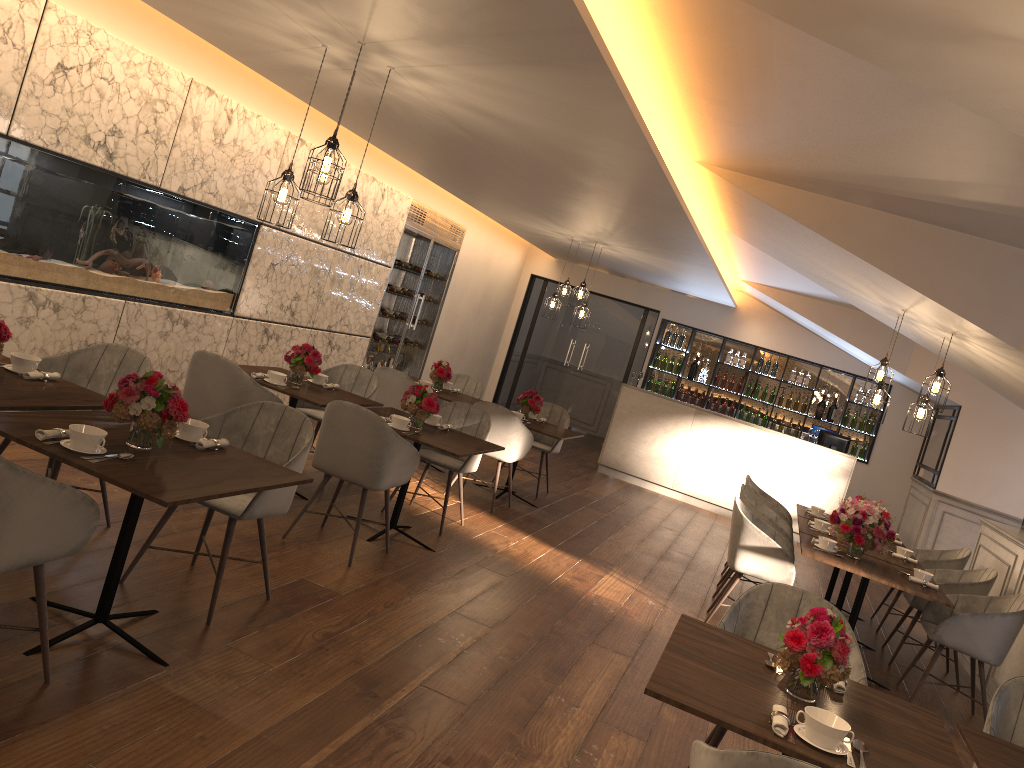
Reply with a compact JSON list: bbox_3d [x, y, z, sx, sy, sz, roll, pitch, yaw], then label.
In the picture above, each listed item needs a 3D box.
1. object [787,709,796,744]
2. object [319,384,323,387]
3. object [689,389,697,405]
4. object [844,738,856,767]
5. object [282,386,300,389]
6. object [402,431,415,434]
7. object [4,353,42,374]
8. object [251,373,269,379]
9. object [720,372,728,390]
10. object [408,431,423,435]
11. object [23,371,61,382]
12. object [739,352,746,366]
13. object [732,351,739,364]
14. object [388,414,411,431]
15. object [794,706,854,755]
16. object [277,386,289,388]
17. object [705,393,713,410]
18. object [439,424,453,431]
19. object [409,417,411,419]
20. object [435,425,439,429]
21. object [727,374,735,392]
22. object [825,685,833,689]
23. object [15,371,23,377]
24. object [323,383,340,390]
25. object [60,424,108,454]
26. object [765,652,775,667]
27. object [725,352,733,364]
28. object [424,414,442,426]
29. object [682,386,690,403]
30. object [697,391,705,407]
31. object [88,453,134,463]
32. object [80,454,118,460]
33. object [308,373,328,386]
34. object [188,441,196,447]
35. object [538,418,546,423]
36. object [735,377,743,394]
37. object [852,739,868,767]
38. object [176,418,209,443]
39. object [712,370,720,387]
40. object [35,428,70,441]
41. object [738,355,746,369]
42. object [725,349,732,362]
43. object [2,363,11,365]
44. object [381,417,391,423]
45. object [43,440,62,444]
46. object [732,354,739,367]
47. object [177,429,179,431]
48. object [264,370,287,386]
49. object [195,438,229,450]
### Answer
[{"bbox_3d":[0.769,0.940,2.436,0.025,0.024,0.192,18,4,17],"label":"object"},{"bbox_3d":[-1.322,0.012,6.307,0.025,0.024,0.192,18,4,17],"label":"object"},{"bbox_3d":[2.681,0.190,13.049,0.065,0.261,0.066,17,1,-4],"label":"object"},{"bbox_3d":[0.914,0.998,2.404,0.022,0.004,0.210,18,4,17],"label":"object"},{"bbox_3d":[-1.431,0.026,5.733,0.043,0.015,0.197,18,4,13],"label":"object"},{"bbox_3d":[-0.627,0.298,5.471,0.022,0.004,0.210,18,4,17],"label":"object"},{"bbox_3d":[-2.143,-0.086,3.887,0.148,0.072,0.149,17,3,-5],"label":"object"},{"bbox_3d":[-1.640,-0.054,5.783,0.056,0.039,0.175,18,4,17],"label":"object"},{"bbox_3d":[3.103,-0.051,12.938,0.065,0.261,0.066,17,1,-4],"label":"object"},{"bbox_3d":[-0.595,0.303,5.454,0.043,0.015,0.197,18,4,13],"label":"object"},{"bbox_3d":[-2.044,-0.035,3.853,0.056,0.039,0.175,18,4,17],"label":"object"},{"bbox_3d":[3.355,-0.356,12.852,0.070,0.208,0.040,17,1,17],"label":"object"},{"bbox_3d":[3.264,-0.386,12.883,0.070,0.208,0.040,17,1,17],"label":"object"},{"bbox_3d":[-0.695,0.241,5.470,0.147,0.072,0.149,15,4,-30],"label":"object"},{"bbox_3d":[0.846,0.941,2.402,0.147,0.072,0.149,16,4,-15],"label":"object"},{"bbox_3d":[-1.463,0.021,5.750,0.022,0.004,0.210,18,4,17],"label":"object"},{"bbox_3d":[2.896,0.262,12.977,0.065,0.261,0.066,17,1,-4],"label":"object"},{"bbox_3d":[-0.450,0.293,6.026,0.056,0.039,0.175,18,4,17],"label":"object"},{"bbox_3d":[-0.666,0.235,6.077,0.043,0.015,0.197,18,4,13],"label":"object"},{"bbox_3d":[-0.486,0.289,6.028,0.025,0.024,0.192,18,4,17],"label":"object"},{"bbox_3d":[3.204,-0.018,12.905,0.065,0.261,0.066,17,1,-4],"label":"object"},{"bbox_3d":[1.055,0.989,2.960,0.025,0.024,0.192,18,4,17],"label":"object"},{"bbox_3d":[-2.080,-0.039,3.855,0.025,0.024,0.192,18,4,17],"label":"object"},{"bbox_3d":[-1.286,0.016,6.305,0.056,0.039,0.175,18,4,17],"label":"object"},{"bbox_3d":[-1.453,0.190,3.018,0.148,0.072,0.149,17,3,-5],"label":"object"},{"bbox_3d":[0.883,0.937,3.007,0.043,0.015,0.196,18,4,21],"label":"object"},{"bbox_3d":[3.162,-0.382,12.914,0.070,0.190,0.041,17,1,17],"label":"object"},{"bbox_3d":[-0.549,0.242,6.060,0.147,0.072,0.149,15,4,-30],"label":"object"},{"bbox_3d":[2.581,0.157,13.083,0.065,0.261,0.066,17,1,-4],"label":"object"},{"bbox_3d":[2.782,0.224,13.016,0.065,0.261,0.066,17,1,-4],"label":"object"},{"bbox_3d":[-1.353,0.252,3.002,0.043,0.015,0.197,18,4,13],"label":"object"},{"bbox_3d":[-1.385,0.247,3.019,0.022,0.004,0.210,18,4,17],"label":"object"},{"bbox_3d":[-1.385,-0.035,6.339,0.147,0.072,0.149,15,4,-30],"label":"object"},{"bbox_3d":[-1.244,0.238,3.576,0.025,0.024,0.192,18,4,17],"label":"object"},{"bbox_3d":[0.286,0.342,8.407,0.056,0.039,0.175,18,4,17],"label":"object"},{"bbox_3d":[3.304,0.015,12.871,0.065,0.261,0.066,17,1,-4],"label":"object"},{"bbox_3d":[0.946,1.003,2.387,0.043,0.015,0.197,18,4,13],"label":"object"},{"bbox_3d":[-1.307,0.191,3.608,0.148,0.072,0.149,17,3,-5],"label":"object"},{"bbox_3d":[3.003,-0.085,12.972,0.065,0.261,0.066,17,1,-4],"label":"object"},{"bbox_3d":[-1.562,0.172,3.052,0.056,0.039,0.175,18,4,17],"label":"object"},{"bbox_3d":[3.344,-0.321,12.853,0.070,0.190,0.041,17,1,17],"label":"object"},{"bbox_3d":[3.172,-0.417,12.913,0.070,0.208,0.040,17,1,17],"label":"object"},{"bbox_3d":[-2.260,-0.093,3.904,0.043,0.015,0.197,18,4,13],"label":"object"},{"bbox_3d":[-0.804,0.223,5.504,0.056,0.039,0.175,18,4,17],"label":"object"},{"bbox_3d":[-1.530,0.189,3.051,0.025,0.024,0.192,18,4,17],"label":"object"},{"bbox_3d":[3.253,-0.351,12.884,0.070,0.190,0.041,17,1,17],"label":"object"},{"bbox_3d":[-1.424,0.184,3.625,0.043,0.015,0.197,18,4,13],"label":"object"},{"bbox_3d":[-1.531,-0.036,5.749,0.147,0.072,0.149,15,4,-30],"label":"object"},{"bbox_3d":[-1.208,0.242,3.574,0.056,0.039,0.175,18,4,17],"label":"object"}]
